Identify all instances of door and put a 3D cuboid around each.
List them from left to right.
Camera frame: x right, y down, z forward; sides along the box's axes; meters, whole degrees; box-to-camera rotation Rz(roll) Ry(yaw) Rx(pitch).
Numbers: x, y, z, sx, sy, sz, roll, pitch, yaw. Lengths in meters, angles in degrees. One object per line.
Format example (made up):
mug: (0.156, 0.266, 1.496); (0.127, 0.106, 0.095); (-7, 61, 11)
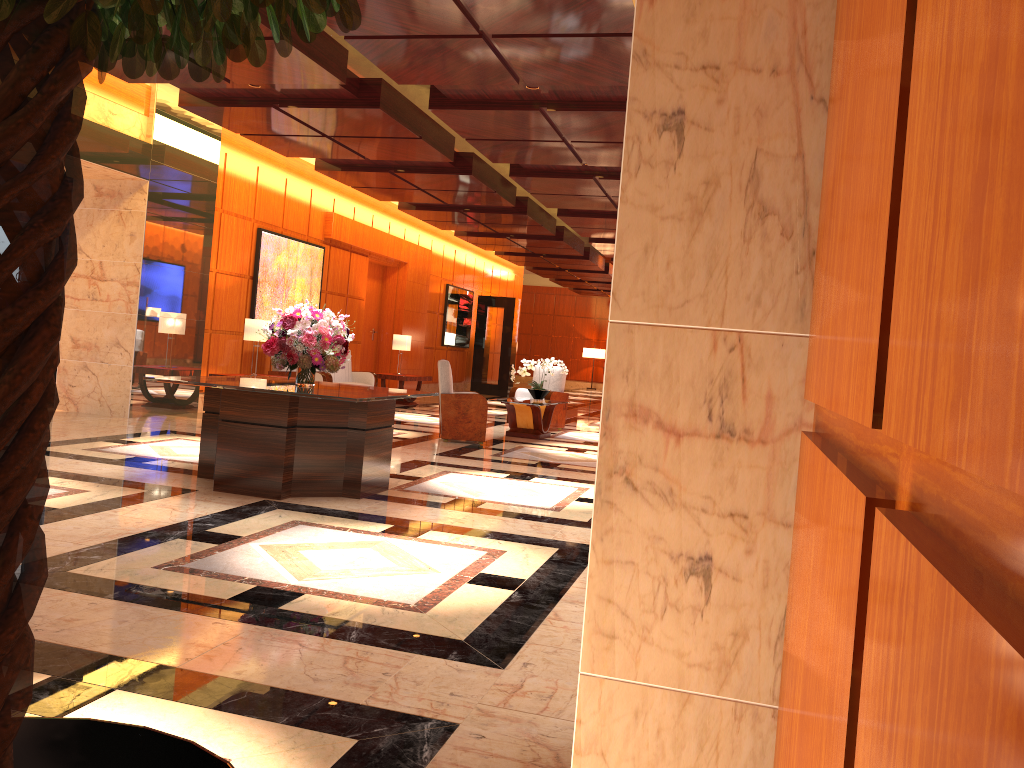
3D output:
door: (-2.750, -1.046, 17.151); (0.341, 2.651, 1.499); (5, 0, 15)

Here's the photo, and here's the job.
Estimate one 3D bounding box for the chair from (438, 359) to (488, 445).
chair: (-0.620, 0.202, 10.794); (0.628, 0.961, 0.738); (5, 1, -6)

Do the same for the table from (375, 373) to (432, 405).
table: (-2.061, 0.096, 16.472); (0.725, 0.534, 1.167); (5, 2, 18)

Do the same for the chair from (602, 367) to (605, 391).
chair: (3.205, -0.065, 28.420); (0.583, 0.894, 0.577); (4, 1, -37)

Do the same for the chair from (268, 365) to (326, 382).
chair: (-3.110, -0.081, 12.800); (0.629, 0.961, 0.737); (5, 1, 14)

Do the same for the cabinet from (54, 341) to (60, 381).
cabinet: (-6.836, -0.294, 11.514); (2.192, 0.868, 0.783); (5, 1, 15)

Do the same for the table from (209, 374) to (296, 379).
table: (-3.330, 0.163, 11.626); (0.725, 0.534, 1.167); (5, 2, 18)

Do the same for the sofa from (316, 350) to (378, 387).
sofa: (-2.811, -0.100, 14.392); (0.613, 0.932, 1.798); (5, 2, 15)

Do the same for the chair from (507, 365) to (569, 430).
chair: (0.422, 0.189, 13.602); (0.739, 0.961, 0.628); (5, 1, 34)

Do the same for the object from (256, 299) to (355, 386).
object: (-1.536, -0.319, 6.690); (0.650, 0.658, 0.680); (5, 1, 6)

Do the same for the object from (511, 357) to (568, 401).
object: (0.373, -0.079, 12.202); (0.788, 0.617, 0.418); (5, 1, -8)

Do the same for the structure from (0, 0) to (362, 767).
structure: (-0.324, -0.038, 0.554); (0.721, 1.712, 0.722); (5, 0, -7)

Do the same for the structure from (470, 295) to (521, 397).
structure: (-0.424, -0.968, 22.587); (0.986, 2.498, 0.500); (5, 0, 15)

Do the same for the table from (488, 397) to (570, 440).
table: (0.242, 0.473, 12.099); (0.723, 0.496, 1.559); (5, 2, 18)

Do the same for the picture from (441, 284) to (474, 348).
picture: (-1.302, -1.614, 21.523); (0.056, 1.452, 1.996); (5, 1, 15)

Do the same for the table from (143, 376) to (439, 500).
table: (-1.599, 0.382, 6.668); (1.601, 0.745, 1.600); (5, 2, 15)

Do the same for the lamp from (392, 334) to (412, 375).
lamp: (0.705, -0.098, 10.658); (0.334, 0.734, 13.020); (5, 2, -26)

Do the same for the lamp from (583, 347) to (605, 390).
lamp: (2.976, -0.621, 32.632); (0.809, 1.661, 0.812); (5, 0, -35)

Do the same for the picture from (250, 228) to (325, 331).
picture: (-3.393, -1.504, 13.533); (0.056, 1.452, 1.996); (5, 1, 15)
